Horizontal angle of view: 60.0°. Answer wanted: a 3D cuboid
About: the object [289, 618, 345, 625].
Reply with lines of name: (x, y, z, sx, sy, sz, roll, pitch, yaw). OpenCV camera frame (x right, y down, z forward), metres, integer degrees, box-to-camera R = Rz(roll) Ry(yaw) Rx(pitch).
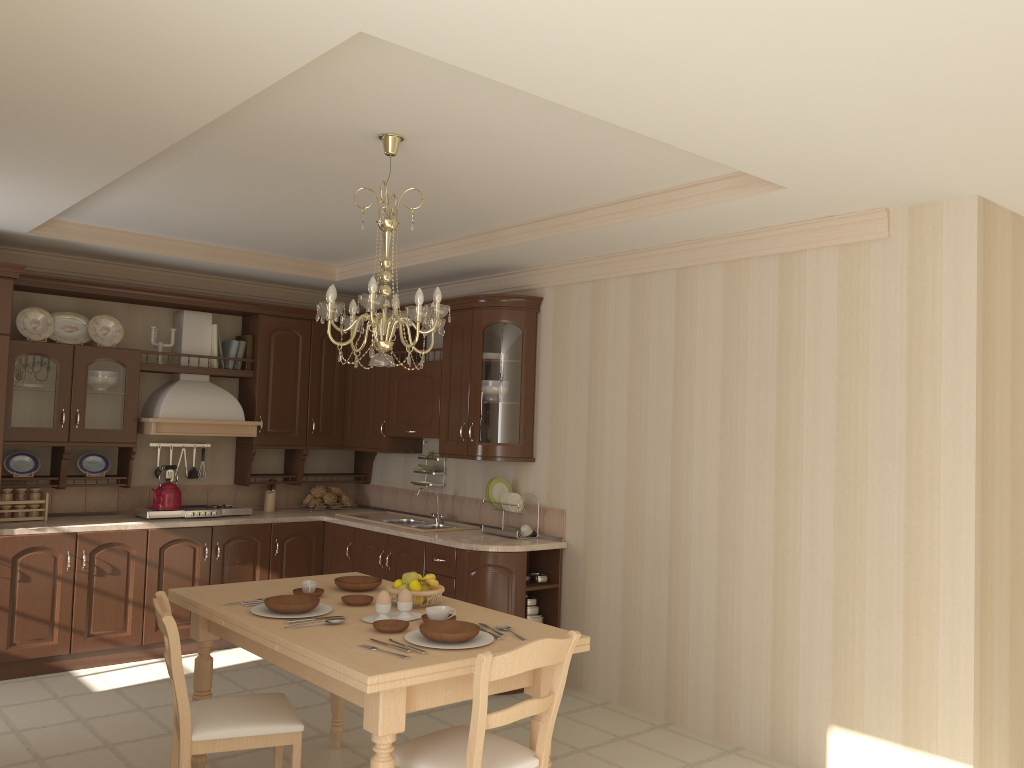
object: (-0.692, 0.849, 3.173, 0.216, 0.004, 0.022, 4, -4, -35)

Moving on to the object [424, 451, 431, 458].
object: (-0.597, 0.497, 6.273, 0.044, 0.051, 0.049, 1, -3, 18)

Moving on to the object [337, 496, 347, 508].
object: (-1.313, 0.902, 6.782, 0.125, 0.100, 0.091, -1, -4, 44)

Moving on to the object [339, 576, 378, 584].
object: (-0.661, 0.860, 3.822, 0.168, 0.034, 0.168, 4, -3, -30)

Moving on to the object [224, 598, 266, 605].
object: (-1.030, 0.853, 3.483, 0.028, 0.004, 0.218, 0, -4, 39)

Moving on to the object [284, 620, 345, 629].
object: (-0.689, 0.843, 3.108, 0.219, 0.011, 0.047, 4, -3, -32)

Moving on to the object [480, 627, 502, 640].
object: (-0.089, 0.863, 3.089, 0.023, 0.008, 0.221, 3, -3, -26)

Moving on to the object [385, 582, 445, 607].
object: (-0.387, 0.843, 3.536, 0.235, 0.068, 0.235, 2, -3, 6)

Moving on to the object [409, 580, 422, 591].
object: (-0.380, 0.797, 3.484, 0.051, 0.053, 0.045, 0, -4, 38)

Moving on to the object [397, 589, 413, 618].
object: (-0.398, 0.814, 3.300, 0.058, 0.104, 0.058, 0, -3, 28)

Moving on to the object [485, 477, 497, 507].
object: (-0.093, 0.681, 5.555, 0.193, 0.188, 0.047, 4, -4, -40)

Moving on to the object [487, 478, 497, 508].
object: (-0.081, 0.681, 5.541, 0.193, 0.188, 0.047, 4, -4, -40)

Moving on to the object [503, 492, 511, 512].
object: (-0.005, 0.726, 5.446, 0.123, 0.119, 0.034, 4, -4, -39)

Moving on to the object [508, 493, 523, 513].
object: (0.022, 0.726, 5.413, 0.123, 0.119, 0.034, 4, -4, -41)

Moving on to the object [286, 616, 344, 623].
object: (-0.711, 0.848, 3.203, 0.221, 0.008, 0.023, 4, -4, -35)

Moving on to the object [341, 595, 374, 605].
object: (-0.611, 0.857, 3.506, 0.127, 0.026, 0.126, 1, -3, 14)

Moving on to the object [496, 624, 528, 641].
object: (-0.001, 0.865, 3.087, 0.047, 0.011, 0.219, 3, -3, -25)

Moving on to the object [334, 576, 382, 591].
object: (-0.663, 0.864, 3.822, 0.204, 0.042, 0.204, 2, -3, -2)

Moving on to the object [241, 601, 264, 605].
object: (-0.964, 0.854, 3.486, 0.212, 0.008, 0.018, 5, -4, -41)

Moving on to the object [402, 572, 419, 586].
object: (-0.405, 0.781, 3.541, 0.068, 0.061, 0.069, 3, -3, -24)

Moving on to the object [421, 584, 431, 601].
object: (-0.360, 0.832, 3.533, 0.076, 0.065, 0.077, 1, -3, 26)

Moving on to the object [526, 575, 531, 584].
object: (0.046, 1.146, 5.217, 0.120, 0.045, 0.084, 0, -4, 35)

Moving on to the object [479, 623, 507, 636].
object: (-0.072, 0.868, 3.139, 0.022, 0.004, 0.216, 3, -3, -25)

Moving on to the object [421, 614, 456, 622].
object: (-0.265, 0.854, 3.207, 0.127, 0.026, 0.126, 0, -4, 40)

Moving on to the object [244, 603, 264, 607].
object: (-0.937, 0.853, 3.459, 0.218, 0.008, 0.022, 4, -4, -38)

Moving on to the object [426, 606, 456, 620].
object: (-0.258, 0.838, 3.212, 0.119, 0.055, 0.063, 3, -3, -27)

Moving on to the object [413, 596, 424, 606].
object: (-0.372, 0.844, 3.474, 0.055, 0.046, 0.046, 2, -3, -8)

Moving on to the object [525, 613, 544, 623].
object: (0.088, 1.386, 5.225, 0.145, 0.077, 0.208, 4, -3, -30)

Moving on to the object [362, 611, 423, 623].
object: (-0.438, 0.861, 3.265, 0.245, 0.005, 0.157, 5, -4, -44)

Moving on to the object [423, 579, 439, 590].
object: (-0.323, 0.810, 3.524, 0.064, 0.094, 0.176, 2, -3, -4)

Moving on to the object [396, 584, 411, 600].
object: (-0.426, 0.828, 3.498, 0.072, 0.076, 0.074, 1, -3, 24)

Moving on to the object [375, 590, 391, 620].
object: (-0.471, 0.809, 3.248, 0.058, 0.104, 0.058, 0, -3, 28)

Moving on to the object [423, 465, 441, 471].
object: (-0.572, 0.587, 6.179, 0.167, 0.051, 0.174, 4, -4, -41)

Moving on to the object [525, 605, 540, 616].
object: (0.090, 1.327, 5.228, 0.106, 0.057, 0.152, 4, -3, -30)

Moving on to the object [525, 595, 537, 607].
object: (0.091, 1.280, 5.231, 0.084, 0.045, 0.120, 4, -3, -30)

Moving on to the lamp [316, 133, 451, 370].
lamp: (-0.482, -0.552, 3.419, 0.502, 0.982, 0.501, 1, -3, 19)

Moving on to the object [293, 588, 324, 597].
object: (-0.832, 0.856, 3.624, 0.126, 0.026, 0.127, 3, -3, -14)

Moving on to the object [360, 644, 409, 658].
object: (-0.403, 0.839, 2.785, 0.218, 0.004, 0.028, 0, -4, 39)

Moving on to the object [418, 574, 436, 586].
object: (-0.338, 0.792, 3.537, 0.066, 0.085, 0.184, 2, -3, -3)

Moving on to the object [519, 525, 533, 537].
object: (0.089, 0.891, 5.383, 0.073, 0.072, 0.085, 1, -3, 13)

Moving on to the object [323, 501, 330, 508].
object: (-1.388, 0.898, 6.729, 0.098, 0.094, 0.114, 0, -3, 29)

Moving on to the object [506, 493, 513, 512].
object: (0.008, 0.726, 5.429, 0.123, 0.119, 0.034, 4, -4, -41)

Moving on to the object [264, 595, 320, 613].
object: (-0.826, 0.831, 3.330, 0.204, 0.042, 0.204, 4, -4, -41)

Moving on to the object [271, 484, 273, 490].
object: (-1.766, 0.788, 6.506, 0.016, 0.158, 0.051, 1, -3, 12)

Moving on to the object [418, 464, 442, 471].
object: (-0.571, 0.584, 6.180, 0.167, 0.051, 0.174, 4, -4, -41)

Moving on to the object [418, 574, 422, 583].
object: (-0.389, 0.791, 3.591, 0.054, 0.046, 0.047, 2, -3, 1)

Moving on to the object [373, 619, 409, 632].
object: (-0.419, 0.842, 3.073, 0.127, 0.026, 0.126, 0, -4, 40)

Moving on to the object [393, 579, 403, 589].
object: (-0.453, 0.806, 3.549, 0.045, 0.047, 0.055, 2, -3, -9)

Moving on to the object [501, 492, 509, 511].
object: (-0.019, 0.727, 5.462, 0.123, 0.119, 0.034, 4, -4, -41)

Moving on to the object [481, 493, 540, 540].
object: (-0.009, 0.793, 5.444, 0.172, 0.275, 0.359, 4, -4, -40)

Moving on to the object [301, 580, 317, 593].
object: (-0.829, 0.839, 3.618, 0.063, 0.055, 0.119, 3, -3, -12)

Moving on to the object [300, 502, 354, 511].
object: (-1.394, 0.919, 6.685, 0.364, 0.060, 0.199, 4, -4, -41)

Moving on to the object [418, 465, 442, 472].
object: (-0.573, 0.590, 6.178, 0.167, 0.051, 0.174, 4, -4, -41)

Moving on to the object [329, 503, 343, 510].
object: (-1.332, 0.922, 6.707, 0.105, 0.060, 0.103, -1, -4, 44)

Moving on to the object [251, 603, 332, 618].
object: (-0.826, 0.849, 3.328, 0.299, 0.009, 0.299, 5, -4, -42)

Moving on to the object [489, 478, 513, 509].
object: (-0.069, 0.680, 5.527, 0.193, 0.188, 0.047, 4, -4, -40)

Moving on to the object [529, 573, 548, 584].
object: (0.156, 1.152, 5.255, 0.084, 0.045, 0.120, 4, -3, -30)
